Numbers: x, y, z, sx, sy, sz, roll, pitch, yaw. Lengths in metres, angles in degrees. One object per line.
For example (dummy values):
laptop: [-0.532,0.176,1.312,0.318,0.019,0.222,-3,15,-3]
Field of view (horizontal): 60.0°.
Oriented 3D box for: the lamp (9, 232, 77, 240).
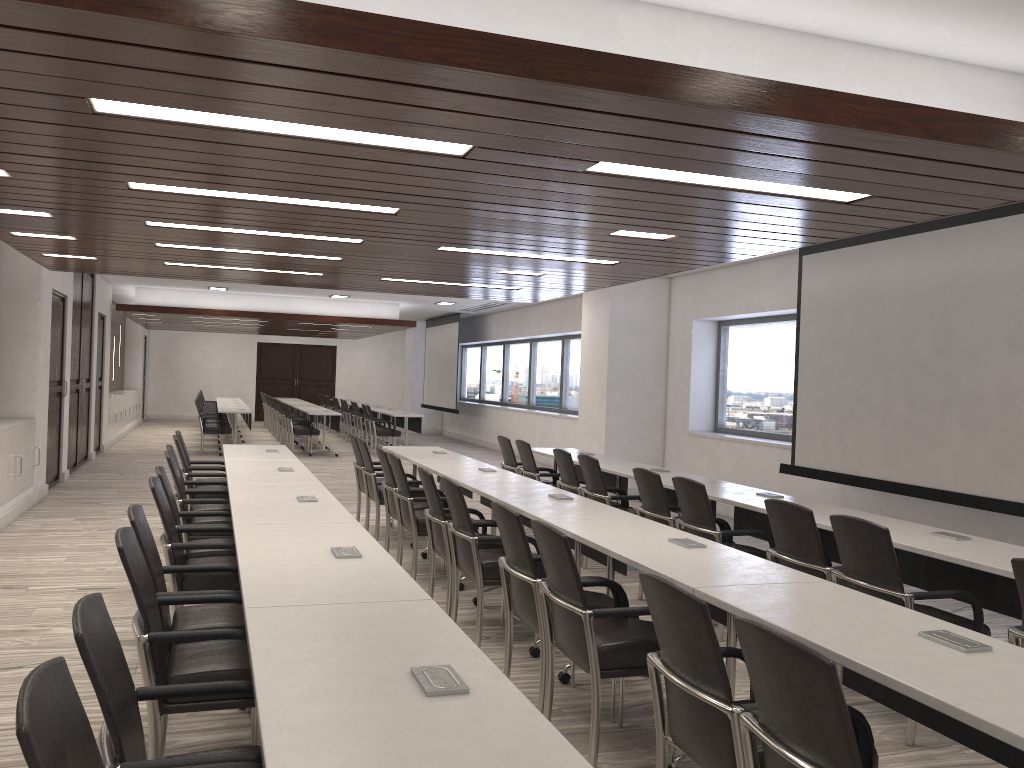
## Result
lamp: [-3.619,-1.169,6.851,0.464,0.045,0.236,2,0,-19]

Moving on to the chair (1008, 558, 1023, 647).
chair: [2.117,1.086,3.114,0.638,0.939,0.513,2,0,-20]

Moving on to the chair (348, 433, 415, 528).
chair: [-1.238,0.940,8.401,0.638,0.939,0.513,2,0,-20]

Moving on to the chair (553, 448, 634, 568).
chair: [0.668,1.014,7.439,0.638,0.939,0.513,2,0,-18]

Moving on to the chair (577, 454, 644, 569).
chair: [0.840,1.023,6.945,0.638,0.939,0.513,2,0,-19]

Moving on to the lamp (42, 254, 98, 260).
lamp: [-4.042,-1.190,8.101,0.464,0.045,0.236,2,0,-19]

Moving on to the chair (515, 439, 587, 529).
chair: [0.354,0.999,8.384,0.638,0.939,0.513,2,0,-19]

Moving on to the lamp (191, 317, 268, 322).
lamp: [-5.501,-1.282,17.252,1.496,0.045,0.236,2,0,-19]

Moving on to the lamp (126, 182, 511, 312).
lamp: [-0.895,-1.344,11.786,1.469,0.552,14.295,2,0,4]

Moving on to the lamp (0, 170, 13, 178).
lamp: [-2.845,-1.131,4.558,0.464,0.045,0.236,2,0,-19]

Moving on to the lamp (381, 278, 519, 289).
lamp: [-0.627,-1.069,9.256,1.496,0.045,0.236,2,0,-19]

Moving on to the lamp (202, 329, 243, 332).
lamp: [-7.190,-1.365,22.254,1.496,0.045,0.236,2,0,-19]

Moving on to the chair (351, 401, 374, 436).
chair: [-3.046,0.831,18.452,0.638,0.939,0.513,2,0,-20]

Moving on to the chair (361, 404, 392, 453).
chair: [-2.574,0.855,17.003,0.638,0.939,0.513,2,0,-19]

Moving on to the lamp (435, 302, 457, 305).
lamp: [-1.269,-1.604,17.081,0.324,0.120,0.519,2,0,-19]

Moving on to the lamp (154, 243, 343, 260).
lamp: [-2.156,-1.117,7.346,1.496,0.045,0.236,2,0,-19]

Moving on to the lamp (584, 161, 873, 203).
lamp: [0.861,-1.271,9.925,1.499,0.552,12.001,2,0,-2]

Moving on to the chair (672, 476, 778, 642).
chair: [1.327,1.047,5.499,0.638,0.939,0.513,2,0,-19]

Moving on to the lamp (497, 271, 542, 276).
lamp: [0.081,-1.038,8.103,0.421,0.046,0.236,2,0,-19]

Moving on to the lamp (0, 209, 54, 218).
lamp: [-3.268,-1.152,5.809,0.464,0.045,0.236,2,0,-19]

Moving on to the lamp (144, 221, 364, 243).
lamp: [-1.804,-1.100,6.304,1.496,0.045,0.236,2,0,-19]

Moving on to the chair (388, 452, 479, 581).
chair: [-0.591,0.972,6.452,0.638,0.939,0.513,2,0,-19]

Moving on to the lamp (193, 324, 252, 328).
lamp: [-6.416,-1.327,19.961,1.496,0.045,0.236,2,0,-19]

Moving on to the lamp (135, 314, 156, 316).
lamp: [-6.965,-1.334,16.757,0.464,0.045,0.236,2,0,-19]

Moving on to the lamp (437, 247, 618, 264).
lamp: [0.147,-1.031,6.964,1.496,0.045,0.236,2,0,-19]

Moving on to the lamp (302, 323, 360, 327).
lamp: [-3.550,-1.213,17.912,1.496,0.045,0.236,2,0,-19]

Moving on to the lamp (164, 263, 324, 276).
lamp: [-2.578,-1.138,8.596,1.496,0.045,0.236,2,0,-19]

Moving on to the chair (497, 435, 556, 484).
chair: [0.172,0.990,8.873,0.638,0.939,0.513,2,0,-19]

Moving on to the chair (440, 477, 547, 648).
chair: [-0.089,0.997,5.021,0.638,0.939,0.513,2,0,-20]

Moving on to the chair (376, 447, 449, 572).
chair: [-0.757,0.964,6.949,0.638,0.939,0.513,2,0,-19]

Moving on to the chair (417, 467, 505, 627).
chair: [-0.276,0.988,5.517,0.638,0.939,0.513,2,0,-18]

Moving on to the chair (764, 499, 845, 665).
chair: [1.638,1.062,4.553,0.638,0.939,0.513,2,0,-20]

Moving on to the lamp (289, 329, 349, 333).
lamp: [-4.465,-1.258,20.621,1.496,0.045,0.236,2,0,-19]

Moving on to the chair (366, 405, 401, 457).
chair: [-2.407,0.863,16.508,0.638,0.939,0.513,2,0,-18]

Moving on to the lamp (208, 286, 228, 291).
lamp: [-5.217,-1.743,15.746,0.324,0.120,0.519,2,0,-19]

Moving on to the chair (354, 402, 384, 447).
chair: [-2.896,0.839,17.952,0.638,0.939,0.513,2,0,-18]

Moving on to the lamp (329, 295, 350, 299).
lamp: [-3.193,-1.671,16.431,0.324,0.120,0.519,2,0,-19]

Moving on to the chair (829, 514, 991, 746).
chair: [1.801,1.070,4.054,0.638,0.939,0.513,2,0,-19]

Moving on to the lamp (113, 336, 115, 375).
lamp: [-9.237,-0.593,20.445,0.094,1.058,0.236,2,0,-19]

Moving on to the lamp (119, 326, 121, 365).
lamp: [-9.648,-0.932,21.694,0.094,1.058,0.236,2,0,-19]

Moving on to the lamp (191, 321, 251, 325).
lamp: [-5.994,-1.306,18.711,1.496,0.045,0.236,2,0,-19]

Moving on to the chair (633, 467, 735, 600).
chair: [1.147,1.038,5.992,0.638,0.939,0.513,2,0,-19]

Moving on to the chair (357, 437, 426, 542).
chair: [-1.072,0.949,7.901,0.638,0.939,0.513,2,0,-19]

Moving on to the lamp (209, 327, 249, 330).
lamp: [-6.768,-1.344,21.003,1.496,0.045,0.236,2,0,-19]

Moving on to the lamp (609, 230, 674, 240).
lamp: [0.856,-1.000,5.810,0.421,0.046,0.236,2,0,-19]
